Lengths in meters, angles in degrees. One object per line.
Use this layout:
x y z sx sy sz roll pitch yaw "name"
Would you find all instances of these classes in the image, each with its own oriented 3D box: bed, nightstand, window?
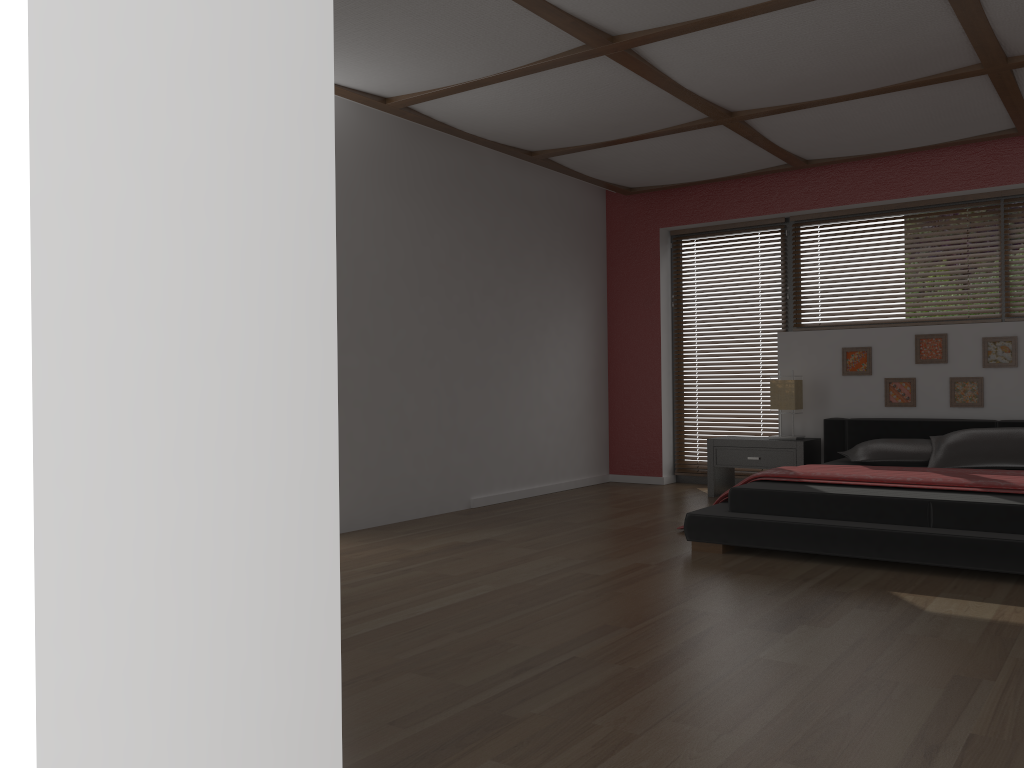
2.327 0.521 4.813 2.469 0.577 2.413 -1 0 36 "bed"
1.819 0.606 6.410 0.700 0.423 0.413 -1 0 36 "nightstand"
3.353 -0.849 6.035 2.817 0.786 0.020 -1 0 36 "window"
1.773 -0.286 7.173 0.889 1.893 0.020 -1 0 36 "window"

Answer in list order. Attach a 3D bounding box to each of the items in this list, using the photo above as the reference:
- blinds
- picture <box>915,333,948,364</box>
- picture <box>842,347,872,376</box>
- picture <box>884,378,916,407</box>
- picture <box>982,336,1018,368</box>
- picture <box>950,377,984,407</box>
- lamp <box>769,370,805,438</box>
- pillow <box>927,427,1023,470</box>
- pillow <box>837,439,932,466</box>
3.317 -0.270 5.981 4.840 1.952 0.032 -1 0 36 "blinds"
2.827 -0.237 5.981 0.200 0.200 0.010 -1 0 36 "picture"
2.435 -0.160 6.263 0.200 0.200 0.010 -1 0 36 "picture"
2.669 0.058 6.097 0.200 0.200 0.010 -1 0 36 "picture"
3.159 -0.206 5.743 0.200 0.200 0.010 -1 0 36 "picture"
3.002 0.054 5.858 0.200 0.200 0.010 -1 0 36 "picture"
1.966 0.142 6.350 0.200 0.480 0.200 -1 0 36 "lamp"
2.822 0.375 5.170 0.744 0.241 0.386 -1 0 31 "pillow"
2.456 0.431 5.538 0.745 0.172 0.418 -1 0 11 "pillow"
